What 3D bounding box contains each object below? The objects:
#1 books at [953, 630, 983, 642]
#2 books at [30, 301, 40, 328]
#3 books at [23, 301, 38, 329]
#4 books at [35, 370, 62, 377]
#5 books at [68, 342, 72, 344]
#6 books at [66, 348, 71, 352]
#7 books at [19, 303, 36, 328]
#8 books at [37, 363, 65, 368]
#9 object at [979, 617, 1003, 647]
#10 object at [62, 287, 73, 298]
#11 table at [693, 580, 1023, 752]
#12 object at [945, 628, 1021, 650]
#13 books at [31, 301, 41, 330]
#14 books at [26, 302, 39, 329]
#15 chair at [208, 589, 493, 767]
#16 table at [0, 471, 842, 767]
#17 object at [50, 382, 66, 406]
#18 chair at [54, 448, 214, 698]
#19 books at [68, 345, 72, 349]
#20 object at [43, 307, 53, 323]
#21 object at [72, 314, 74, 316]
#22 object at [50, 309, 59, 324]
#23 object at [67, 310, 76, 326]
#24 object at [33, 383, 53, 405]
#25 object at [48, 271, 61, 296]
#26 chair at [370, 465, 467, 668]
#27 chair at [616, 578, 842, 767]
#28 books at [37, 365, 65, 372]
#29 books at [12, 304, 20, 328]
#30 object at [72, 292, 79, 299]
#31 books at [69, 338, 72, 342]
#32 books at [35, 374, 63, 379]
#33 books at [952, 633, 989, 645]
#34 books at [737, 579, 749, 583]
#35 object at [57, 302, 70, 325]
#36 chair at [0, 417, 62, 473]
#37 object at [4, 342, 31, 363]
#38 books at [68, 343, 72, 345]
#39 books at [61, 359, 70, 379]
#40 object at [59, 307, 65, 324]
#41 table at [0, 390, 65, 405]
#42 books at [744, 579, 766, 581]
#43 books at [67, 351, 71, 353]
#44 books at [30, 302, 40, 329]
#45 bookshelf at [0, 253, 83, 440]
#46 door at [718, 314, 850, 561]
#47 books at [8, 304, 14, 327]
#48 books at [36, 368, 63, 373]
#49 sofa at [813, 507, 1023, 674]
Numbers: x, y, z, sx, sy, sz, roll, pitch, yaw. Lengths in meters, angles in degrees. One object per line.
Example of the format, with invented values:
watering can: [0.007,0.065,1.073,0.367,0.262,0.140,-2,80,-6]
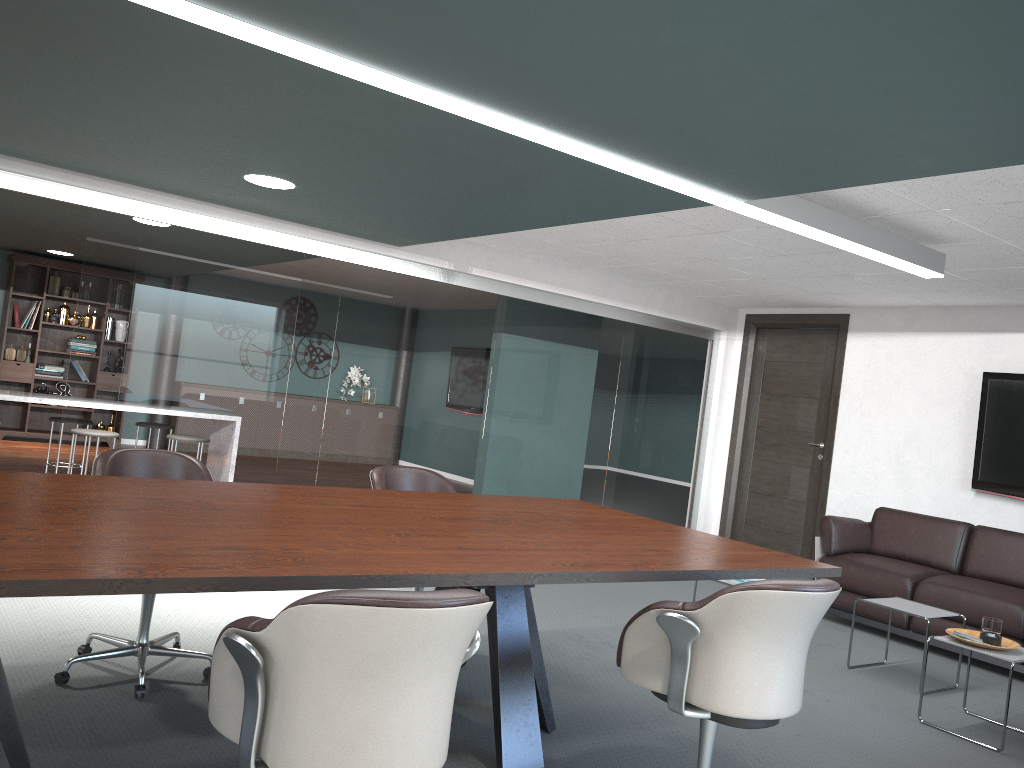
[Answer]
books: [1.896,1.050,3.691,0.090,0.037,0.119,7,-1,17]
books: [-5.227,-0.753,9.685,0.062,0.322,0.197,8,-1,-36]
books: [-5.253,-0.753,9.670,0.090,0.316,0.197,8,-1,-36]
books: [-5.128,-0.122,9.790,0.248,0.042,0.194,8,-1,-36]
books: [-4.847,-0.446,9.995,0.268,0.016,0.205,8,-1,-36]
books: [-4.856,-0.366,10.002,0.286,0.027,0.184,8,-1,-36]
books: [-5.277,-0.747,9.660,0.115,0.296,0.210,8,-1,-36]
books: [-5.107,-0.208,9.799,0.268,0.016,0.205,8,-1,-36]
object: [1.993,1.032,3.688,0.082,0.107,0.082,6,-1,40]
object: [-4.941,-1.018,9.863,0.096,0.126,0.106,7,-1,15]
table: [1.715,1.242,4.194,0.926,0.359,1.477,8,-1,-36]
object: [1.960,1.071,3.696,0.281,0.028,0.281,8,-1,-24]
books: [-5.215,-0.751,9.693,0.062,0.322,0.197,8,-1,-36]
books: [-5.237,-0.748,9.682,0.063,0.309,0.210,8,-1,-36]
chair: [-0.316,0.734,1.760,0.523,0.761,0.533,7,-1,39]
table: [-2.036,0.536,1.513,6.694,0.706,1.374,8,-1,-36]
object: [-5.041,0.113,9.954,0.233,0.268,0.051,8,-1,-36]
chair: [-1.292,0.632,3.125,0.523,0.761,0.533,7,-1,35]
books: [-4.853,-0.401,10.000,0.248,0.042,0.194,8,-1,-36]
object: [-5.124,-0.764,9.787,0.105,0.172,0.105,8,-1,-40]
object: [-4.892,-0.729,9.964,0.099,0.169,0.099,7,-1,28]
object: [-5.026,-0.746,9.745,0.079,0.161,0.080,8,-1,-10]
object: [-4.852,-0.729,9.841,0.144,0.175,0.073,8,-1,-34]
object: [-5.151,0.109,9.731,0.224,0.238,0.159,8,-1,-36]
object: [-5.057,-1.108,9.806,0.104,0.273,0.104,7,-1,0]
chair: [-0.406,0.758,3.786,0.535,0.761,0.518,8,-1,-30]
chair: [0.577,0.860,2.407,0.535,0.761,0.518,8,-1,-30]
books: [-5.102,-0.178,9.805,0.248,0.042,0.194,8,-1,-36]
books: [-5.368,-0.736,9.591,0.084,0.252,0.194,8,-1,-36]
object: [-4.828,-1.050,9.955,0.196,0.221,0.184,8,-1,-36]
books: [-4.841,-0.474,10.003,0.248,0.042,0.194,8,-1,-36]
books: [-5.131,-0.087,9.792,0.286,0.027,0.184,8,-1,-36]
books: [1.899,1.060,3.670,0.090,0.029,0.118,8,-1,-18]
books: [1.189,0.994,4.503,0.118,0.011,0.090,8,-1,-30]
object: [-4.985,-0.784,9.866,0.114,0.251,0.114,8,-1,-10]
chair: [-4.273,0.429,6.158,4.029,0.512,1.479,8,-1,-36]
object: [-5.360,-0.357,9.620,0.250,0.221,0.186,8,-1,-38]
books: [-4.850,-0.431,10.001,0.268,0.016,0.205,8,-1,-36]
books: [-5.019,-0.164,9.953,0.063,0.214,0.139,8,-1,-36]
object: [-4.951,-0.751,9.763,0.040,0.191,0.040,8,-1,-27]
table: [-4.251,0.336,6.094,4.577,0.699,0.609,8,-1,-36]
books: [1.217,0.987,4.510,0.118,0.011,0.090,8,-1,-17]
books: [-4.861,-0.344,9.999,0.268,0.016,0.205,8,-1,-36]
books: [-5.225,-0.746,9.690,0.063,0.309,0.210,8,-1,-36]
bookshelf: [-4.990,-0.340,9.919,1.339,1.984,0.482,8,-1,-36]
door: [2.312,0.471,7.524,0.139,2.130,1.038,8,-1,-36]
books: [-5.419,-0.741,9.553,0.042,0.248,0.194,8,-1,-36]
books: [-5.124,-0.152,9.791,0.268,0.016,0.205,8,-1,-36]
sofa: [2.672,1.177,3.990,1.976,0.728,4.057,7,-1,7]
